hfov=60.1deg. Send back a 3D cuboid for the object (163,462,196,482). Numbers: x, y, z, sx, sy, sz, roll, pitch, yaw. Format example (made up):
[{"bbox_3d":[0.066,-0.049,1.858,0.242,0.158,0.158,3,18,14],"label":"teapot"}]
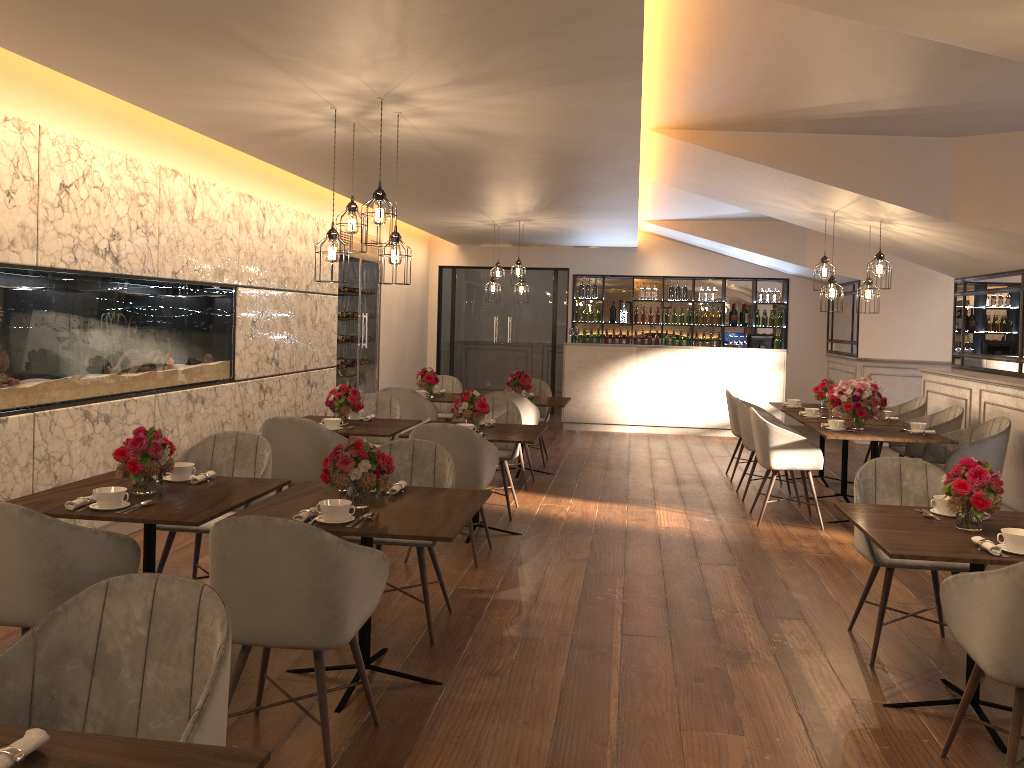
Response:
[{"bbox_3d":[-1.530,0.408,4.082,0.148,0.072,0.148,1,4,-15],"label":"object"}]

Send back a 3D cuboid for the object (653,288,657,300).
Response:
[{"bbox_3d":[2.232,-1.404,13.823,0.070,0.190,0.041,2,1,7],"label":"object"}]

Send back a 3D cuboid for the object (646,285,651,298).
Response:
[{"bbox_3d":[2.133,-1.444,13.836,0.069,0.208,0.040,2,1,7],"label":"object"}]

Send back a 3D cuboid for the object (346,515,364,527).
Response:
[{"bbox_3d":[-0.588,0.519,3.364,0.022,0.004,0.211,2,4,8],"label":"object"}]

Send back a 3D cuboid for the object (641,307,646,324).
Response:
[{"bbox_3d":[2.061,-1.078,13.881,0.065,0.261,0.066,1,1,-14],"label":"object"}]

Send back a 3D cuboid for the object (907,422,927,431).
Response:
[{"bbox_3d":[3.090,0.335,6.735,0.148,0.072,0.148,-1,5,-40],"label":"object"}]

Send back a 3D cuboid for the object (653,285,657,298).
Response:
[{"bbox_3d":[2.233,-1.440,13.822,0.069,0.208,0.040,2,1,7],"label":"object"}]

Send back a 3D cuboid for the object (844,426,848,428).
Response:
[{"bbox_3d":[2.502,0.334,6.861,0.192,0.024,0.025,2,3,8],"label":"object"}]

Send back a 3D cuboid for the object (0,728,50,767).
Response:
[{"bbox_3d":[-0.849,0.632,1.486,0.056,0.039,0.176,2,4,8],"label":"object"}]

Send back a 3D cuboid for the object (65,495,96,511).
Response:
[{"bbox_3d":[-1.691,0.463,3.490,0.056,0.039,0.176,2,4,8],"label":"object"}]

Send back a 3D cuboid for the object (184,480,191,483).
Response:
[{"bbox_3d":[-1.453,0.435,4.063,0.025,0.024,0.193,2,4,8],"label":"object"}]

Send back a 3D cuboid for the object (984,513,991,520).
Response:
[{"bbox_3d":[1.969,0.540,3.743,0.056,0.039,0.176,2,4,8],"label":"object"}]

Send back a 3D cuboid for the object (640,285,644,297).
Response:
[{"bbox_3d":[2.034,-1.447,13.850,0.069,0.208,0.040,2,1,7],"label":"object"}]

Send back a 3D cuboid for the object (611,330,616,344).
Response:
[{"bbox_3d":[1.599,-0.732,13.950,0.065,0.261,0.066,1,1,-14],"label":"object"}]

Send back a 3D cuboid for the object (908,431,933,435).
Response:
[{"bbox_3d":[3.069,0.364,6.658,0.192,0.024,0.025,2,3,8],"label":"object"}]

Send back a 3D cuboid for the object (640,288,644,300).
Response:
[{"bbox_3d":[2.033,-1.411,13.851,0.070,0.190,0.041,2,1,7],"label":"object"}]

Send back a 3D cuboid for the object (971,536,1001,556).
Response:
[{"bbox_3d":[1.695,0.575,3.166,0.056,0.039,0.176,2,4,8],"label":"object"}]

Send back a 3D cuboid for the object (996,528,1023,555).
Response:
[{"bbox_3d":[1.808,0.563,3.150,0.148,0.072,0.148,0,4,-25],"label":"object"}]

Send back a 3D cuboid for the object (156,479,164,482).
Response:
[{"bbox_3d":[-1.611,0.441,4.068,0.022,0.004,0.211,2,4,8],"label":"object"}]

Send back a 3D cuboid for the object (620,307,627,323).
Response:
[{"bbox_3d":[1.757,-1.097,13.921,0.108,0.281,0.108,1,2,-36],"label":"object"}]

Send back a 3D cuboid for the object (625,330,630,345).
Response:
[{"bbox_3d":[1.818,-0.724,13.919,0.065,0.261,0.066,1,1,-14],"label":"object"}]

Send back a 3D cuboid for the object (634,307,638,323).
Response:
[{"bbox_3d":[1.952,-1.082,13.897,0.065,0.261,0.066,1,1,-14],"label":"object"}]

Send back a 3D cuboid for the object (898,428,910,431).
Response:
[{"bbox_3d":[3.085,0.355,6.850,0.197,0.015,0.043,2,4,4],"label":"object"}]

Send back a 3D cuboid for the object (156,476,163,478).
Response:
[{"bbox_3d":[-1.645,0.434,4.079,0.043,0.015,0.197,2,4,4],"label":"object"}]

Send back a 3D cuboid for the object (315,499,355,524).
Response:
[{"bbox_3d":[-0.668,0.484,3.348,0.148,0.072,0.148,1,4,-15],"label":"object"}]

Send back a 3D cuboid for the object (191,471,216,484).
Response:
[{"bbox_3d":[-1.417,0.429,4.067,0.056,0.039,0.176,2,4,8],"label":"object"}]

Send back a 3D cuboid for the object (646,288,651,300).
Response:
[{"bbox_3d":[2.132,-1.407,13.837,0.070,0.190,0.041,2,1,7],"label":"object"}]

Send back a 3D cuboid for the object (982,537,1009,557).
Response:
[{"bbox_3d":[1.730,0.583,3.171,0.025,0.024,0.193,2,4,8],"label":"object"}]

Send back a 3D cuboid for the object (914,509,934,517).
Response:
[{"bbox_3d":[1.749,0.546,3.754,0.043,0.015,0.197,2,4,12],"label":"object"}]

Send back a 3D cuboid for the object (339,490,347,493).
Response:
[{"bbox_3d":[-0.735,0.466,3.953,0.043,0.015,0.197,2,4,4],"label":"object"}]

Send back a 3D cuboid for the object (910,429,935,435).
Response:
[{"bbox_3d":[3.074,0.359,6.623,0.175,0.039,0.056,2,3,8],"label":"object"}]

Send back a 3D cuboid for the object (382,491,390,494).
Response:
[{"bbox_3d":[-0.543,0.468,3.936,0.025,0.024,0.193,2,4,8],"label":"object"}]

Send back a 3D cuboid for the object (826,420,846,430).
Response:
[{"bbox_3d":[2.482,0.315,6.783,0.148,0.072,0.148,-1,5,-40],"label":"object"}]

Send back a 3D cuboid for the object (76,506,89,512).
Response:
[{"bbox_3d":[-1.656,0.471,3.495,0.025,0.024,0.193,2,4,8],"label":"object"}]

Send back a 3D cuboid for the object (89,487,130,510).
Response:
[{"bbox_3d":[-1.578,0.451,3.475,0.148,0.072,0.148,1,4,-15],"label":"object"}]

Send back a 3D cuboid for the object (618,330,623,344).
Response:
[{"bbox_3d":[1.708,-0.728,13.935,0.065,0.261,0.066,1,1,-14],"label":"object"}]

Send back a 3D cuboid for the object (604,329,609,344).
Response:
[{"bbox_3d":[1.490,-0.736,13.965,0.065,0.261,0.066,1,1,-14],"label":"object"}]

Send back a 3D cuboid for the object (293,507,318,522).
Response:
[{"bbox_3d":[-0.782,0.496,3.364,0.056,0.039,0.176,2,4,8],"label":"object"}]

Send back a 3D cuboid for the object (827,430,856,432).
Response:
[{"bbox_3d":[2.496,0.356,6.703,0.211,0.004,0.022,2,4,8],"label":"object"}]

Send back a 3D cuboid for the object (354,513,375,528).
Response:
[{"bbox_3d":[-0.554,0.515,3.352,0.043,0.015,0.197,2,4,4],"label":"object"}]

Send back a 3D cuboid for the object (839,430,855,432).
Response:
[{"bbox_3d":[2.485,0.352,6.669,0.197,0.015,0.043,2,4,4],"label":"object"}]

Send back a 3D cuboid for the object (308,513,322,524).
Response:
[{"bbox_3d":[-0.746,0.504,3.369,0.025,0.024,0.193,2,4,8],"label":"object"}]

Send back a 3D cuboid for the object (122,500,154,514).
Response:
[{"bbox_3d":[-1.472,0.482,3.480,0.043,0.015,0.197,2,4,12],"label":"object"}]

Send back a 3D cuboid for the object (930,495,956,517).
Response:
[{"bbox_3d":[1.857,0.519,3.758,0.148,0.072,0.148,0,4,-25],"label":"object"}]

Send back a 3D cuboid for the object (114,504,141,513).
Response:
[{"bbox_3d":[-1.498,0.486,3.490,0.022,0.004,0.211,2,4,8],"label":"object"}]

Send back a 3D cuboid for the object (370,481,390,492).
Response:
[{"bbox_3d":[-0.620,0.440,3.956,0.148,0.072,0.148,1,4,-15],"label":"object"}]

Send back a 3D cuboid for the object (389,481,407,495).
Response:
[{"bbox_3d":[-0.508,0.461,3.941,0.056,0.039,0.176,2,4,8],"label":"object"}]

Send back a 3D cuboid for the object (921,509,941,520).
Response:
[{"bbox_3d":[1.775,0.553,3.743,0.022,0.004,0.211,2,4,8],"label":"object"}]
